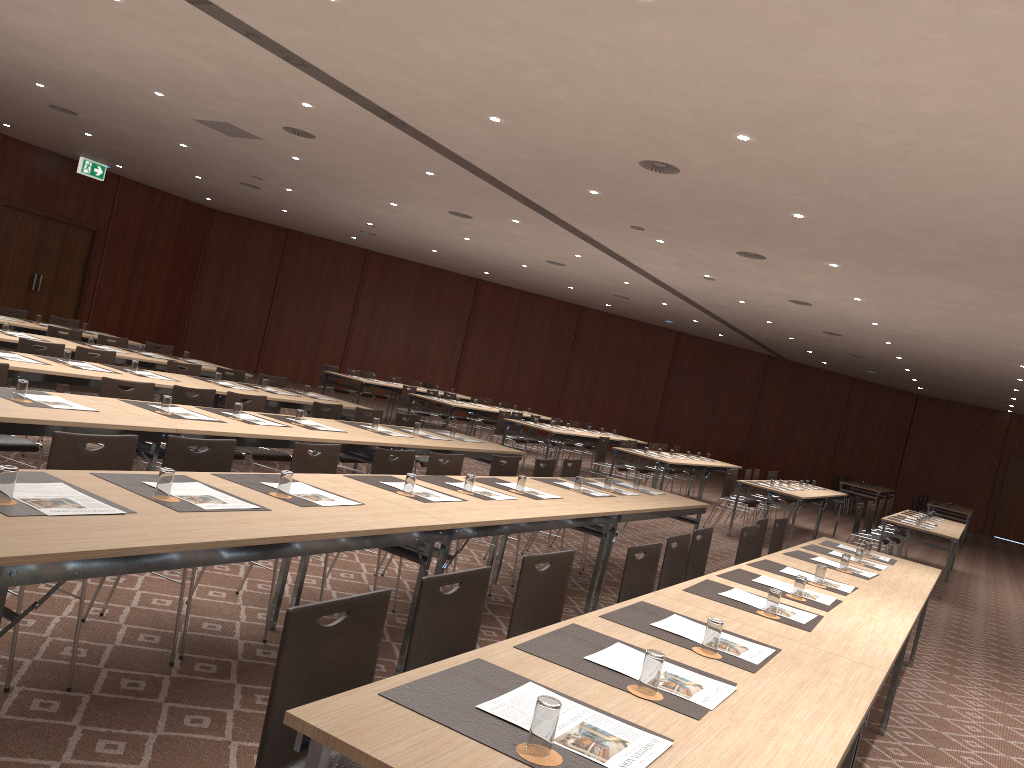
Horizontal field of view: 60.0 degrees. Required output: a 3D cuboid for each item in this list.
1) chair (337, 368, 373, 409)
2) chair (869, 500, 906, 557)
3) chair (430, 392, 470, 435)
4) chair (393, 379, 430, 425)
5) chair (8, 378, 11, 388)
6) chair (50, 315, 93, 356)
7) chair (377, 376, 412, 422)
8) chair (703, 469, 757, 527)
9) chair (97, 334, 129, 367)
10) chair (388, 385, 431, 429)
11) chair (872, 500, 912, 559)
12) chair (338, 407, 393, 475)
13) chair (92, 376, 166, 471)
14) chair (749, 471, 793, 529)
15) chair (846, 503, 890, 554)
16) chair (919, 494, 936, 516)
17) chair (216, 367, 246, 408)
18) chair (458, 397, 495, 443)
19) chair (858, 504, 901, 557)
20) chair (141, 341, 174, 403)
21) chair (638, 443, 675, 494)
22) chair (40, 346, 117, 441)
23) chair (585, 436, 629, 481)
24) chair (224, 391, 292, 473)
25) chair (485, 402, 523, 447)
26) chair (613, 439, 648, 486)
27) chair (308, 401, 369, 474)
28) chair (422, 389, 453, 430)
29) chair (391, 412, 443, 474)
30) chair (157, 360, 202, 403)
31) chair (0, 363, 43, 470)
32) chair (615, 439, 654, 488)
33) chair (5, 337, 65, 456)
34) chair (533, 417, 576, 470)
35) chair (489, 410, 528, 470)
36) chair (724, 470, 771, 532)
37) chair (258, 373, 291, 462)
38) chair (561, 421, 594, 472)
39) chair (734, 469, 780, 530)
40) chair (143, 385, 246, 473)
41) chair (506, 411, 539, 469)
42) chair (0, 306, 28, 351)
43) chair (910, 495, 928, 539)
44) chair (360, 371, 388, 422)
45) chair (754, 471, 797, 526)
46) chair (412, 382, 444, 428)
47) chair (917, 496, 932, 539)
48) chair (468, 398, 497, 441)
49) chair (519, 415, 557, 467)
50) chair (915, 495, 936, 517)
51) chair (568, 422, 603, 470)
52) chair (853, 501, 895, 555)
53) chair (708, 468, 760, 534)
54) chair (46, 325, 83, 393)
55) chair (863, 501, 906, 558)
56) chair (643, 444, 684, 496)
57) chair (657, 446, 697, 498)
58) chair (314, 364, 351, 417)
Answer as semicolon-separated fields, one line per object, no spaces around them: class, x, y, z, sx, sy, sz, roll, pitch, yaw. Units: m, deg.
chair;-3.147;0.200;17.805;0.613;0.940;0.536;14;1;27
chair;6.368;2.467;15.080;0.613;0.940;0.536;14;1;30
chair;-1.187;0.665;17.412;0.613;0.940;0.536;14;1;31
chair;-2.148;0.408;19.754;0.613;0.940;0.536;14;1;26
chair;-5.604;-0.261;9.258;0.613;0.940;0.536;14;1;31
chair;-6.147;-0.428;12.220;0.613;0.940;0.536;14;1;28
chair;-2.502;0.333;19.220;0.613;0.940;0.536;14;1;31
chair;3.362;1.785;13.401;0.613;0.940;0.536;14;1;30
chair;-4.772;-0.085;10.649;0.613;0.940;0.536;14;1;27
chair;-1.847;0.525;16.308;0.613;0.940;0.536;14;1;29
chair;6.705;2.539;15.583;0.613;0.940;0.536;14;1;27
chair;-1.386;0.734;8.778;0.613;0.940;0.536;14;1;31
chair;-2.695;0.461;6.252;0.613;0.940;0.536;14;1;30
chair;4.709;2.067;15.910;0.613;0.940;0.536;14;1;28
chair;4.988;2.178;12.511;0.613;0.940;0.536;14;1;32
chair;10.889;3.414;23.467;0.613;0.940;0.536;14;1;28
chair;-3.088;0.321;9.812;0.613;0.940;0.536;14;1;28
chair;-0.695;0.769;18.241;0.613;0.940;0.536;14;1;30
chair;5.383;2.263;13.034;0.613;0.940;0.536;14;1;31
chair;-4.489;-0.028;11.334;0.613;0.940;0.536;14;1;29
chair;2.662;1.582;16.316;0.613;0.940;0.536;14;1;31
chair;-3.870;0.158;8.284;0.613;0.940;0.536;14;1;27
chair;1.545;1.346;14.362;0.613;0.940;0.536;14;1;28
chair;-2.171;0.569;7.315;0.613;0.940;0.536;14;1;31
chair;-0.105;0.892;19.428;0.613;0.940;0.536;14;1;28
chair;1.953;1.434;14.909;0.613;0.940;0.536;14;1;26
chair;-1.691;0.669;8.281;0.613;0.940;0.536;14;1;27
chair;-1.464;0.608;16.808;0.613;0.940;0.536;14;1;26
chair;-1.058;0.804;9.302;0.613;0.940;0.536;14;1;29
chair;-3.364;0.265;9.139;0.613;0.940;0.536;14;1;31
chair;-3.250;0.342;5.377;0.613;0.940;0.536;14;1;26
chair;2.157;1.474;15.501;0.613;0.940;0.536;14;1;30
chair;-4.106;0.110;7.757;0.613;0.940;0.536;14;1;28
chair;0.900;1.156;17.293;0.613;0.940;0.536;14;1;28
chair;-0.080;0.953;15.253;0.613;0.940;0.536;14;1;28
chair;3.954;1.907;14.592;0.613;0.940;0.536;14;1;26
chair;-2.766;0.389;10.339;0.613;0.940;0.536;14;1;30
chair;1.313;1.245;17.849;0.613;0.940;0.536;14;1;29
chair;4.317;1.982;15.393;0.613;0.940;0.536;14;1;27
chair;-2.427;0.516;6.839;0.613;0.940;0.536;14;1;26
chair;0.140;0.996;15.877;0.613;0.940;0.536;14;1;27
chair;-6.526;-0.509;11.600;0.613;0.940;0.536;14;1;26
chair;9.792;3.184;21.425;0.613;0.940;0.536;14;1;31
chair;-2.936;0.242;18.411;0.613;0.940;0.536;14;1;26
chair;4.968;2.120;16.480;0.613;0.940;0.536;14;1;26
chair;-1.874;0.464;20.390;0.613;0.940;0.536;14;1;27
chair;10.163;3.265;21.876;0.613;0.940;0.536;14;1;29
chair;-0.493;0.809;18.831;0.613;0.940;0.536;14;1;30
chair;0.481;1.070;16.388;0.613;0.940;0.536;14;1;26
chair;10.418;3.317;22.500;0.613;0.940;0.536;14;1;31
chair;1.600;1.304;18.471;0.613;0.940;0.536;14;1;31
chair;5.558;2.297;13.572;0.613;0.940;0.536;14;1;31
chair;3.572;1.826;14.006;0.613;0.940;0.536;14;1;30
chair;-5.097;-0.154;10.130;0.613;0.940;0.536;14;1;29
chair;6.063;2.404;14.387;0.613;0.940;0.536;14;1;27
chair;2.950;1.640;16.979;0.613;0.940;0.536;14;1;31
chair;3.298;1.716;17.415;0.613;0.940;0.536;14;1;27
chair;-3.501;0.125;17.234;0.613;0.940;0.536;14;1;30
